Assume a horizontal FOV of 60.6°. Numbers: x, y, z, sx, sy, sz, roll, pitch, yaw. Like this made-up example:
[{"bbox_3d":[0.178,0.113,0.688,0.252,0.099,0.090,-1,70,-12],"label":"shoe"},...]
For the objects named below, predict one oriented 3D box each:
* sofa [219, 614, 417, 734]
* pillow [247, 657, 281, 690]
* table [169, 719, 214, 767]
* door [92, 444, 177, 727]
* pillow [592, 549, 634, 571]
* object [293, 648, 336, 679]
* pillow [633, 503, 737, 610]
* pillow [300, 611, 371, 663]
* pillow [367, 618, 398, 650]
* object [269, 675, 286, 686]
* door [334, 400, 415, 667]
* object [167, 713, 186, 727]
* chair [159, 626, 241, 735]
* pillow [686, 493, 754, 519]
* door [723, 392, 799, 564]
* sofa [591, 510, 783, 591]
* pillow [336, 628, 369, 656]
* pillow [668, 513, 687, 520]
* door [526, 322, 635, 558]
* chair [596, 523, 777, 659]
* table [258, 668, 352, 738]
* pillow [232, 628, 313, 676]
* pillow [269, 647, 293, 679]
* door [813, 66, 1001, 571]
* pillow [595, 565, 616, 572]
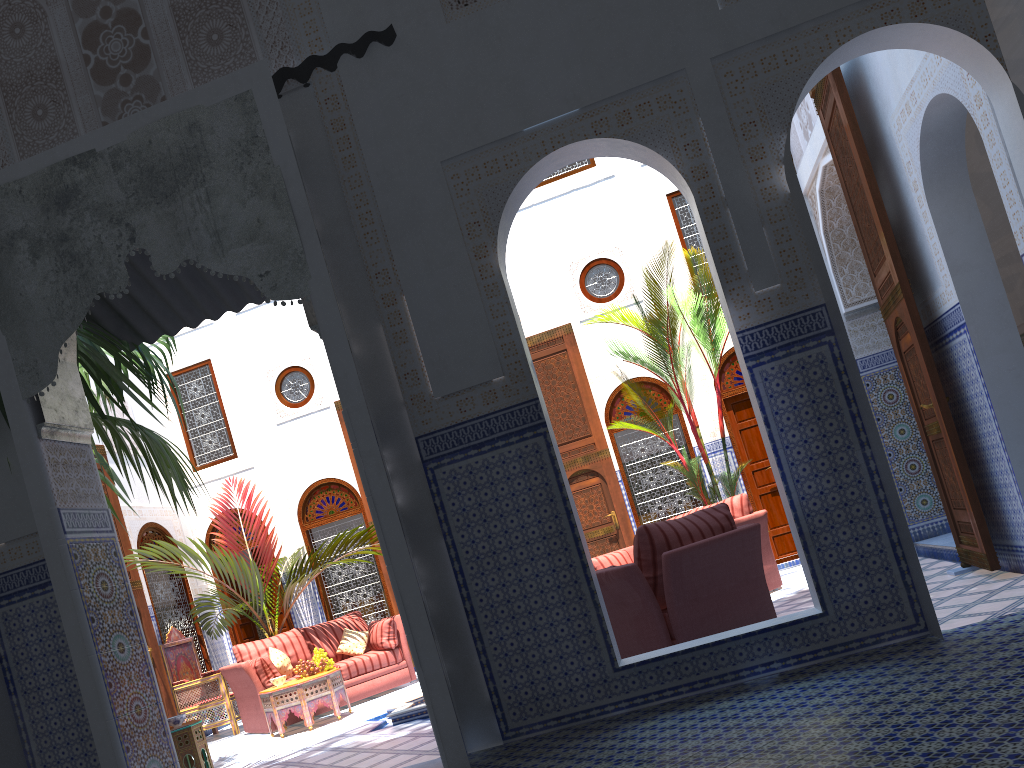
[{"bbox_3d":[-1.490,2.262,6.836,1.340,0.536,0.755,-9,-11,-36],"label":"sofa"},{"bbox_3d":[-1.823,2.119,6.400,0.184,0.250,0.392,-12,-9,-35],"label":"pillow"},{"bbox_3d":[-1.903,2.133,5.042,0.291,0.321,0.291,-17,-7,9],"label":"table"},{"bbox_3d":[-3.038,1.659,6.743,0.125,2.495,0.582,-17,-3,12],"label":"door"},{"bbox_3d":[0.772,1.395,6.594,0.373,0.251,0.193,-10,-8,-35],"label":"pillow"},{"bbox_3d":[-1.394,1.988,6.184,0.303,0.237,0.221,-15,-7,-10],"label":"object"},{"bbox_3d":[0.746,0.754,3.785,0.572,0.376,0.310,-10,-9,-36],"label":"pillow"},{"bbox_3d":[-1.404,2.082,7.144,0.552,0.371,0.330,-10,-9,-35],"label":"pillow"},{"bbox_3d":[-1.036,2.003,6.980,0.184,0.240,0.409,-12,-10,-35],"label":"pillow"},{"bbox_3d":[-1.620,2.068,6.089,0.116,0.056,0.122,-7,-13,-43],"label":"object"},{"bbox_3d":[-0.968,1.270,7.810,0.585,2.495,0.124,-17,-3,5],"label":"door"},{"bbox_3d":[-1.938,1.948,5.059,0.116,0.056,0.122,-7,-13,-43],"label":"object"},{"bbox_3d":[-2.475,2.465,7.253,0.507,1.071,0.486,-17,-4,9],"label":"chair"},{"bbox_3d":[1.447,1.029,6.150,0.300,0.398,0.577,-12,-10,-40],"label":"pillow"},{"bbox_3d":[2.123,0.783,7.360,0.288,1.451,0.123,-17,-3,9],"label":"door"},{"bbox_3d":[1.234,1.347,6.289,0.720,0.535,1.405,-10,-12,-36],"label":"sofa"},{"bbox_3d":[-1.266,2.050,6.970,0.268,0.234,0.146,-18,-5,11],"label":"pillow"},{"bbox_3d":[1.148,1.219,6.606,0.296,0.375,0.600,-12,-10,-36],"label":"pillow"},{"bbox_3d":[0.588,0.759,7.552,0.587,2.495,0.123,-17,-3,10],"label":"door"},{"bbox_3d":[0.729,1.002,3.897,0.799,0.536,0.749,-10,-10,-36],"label":"chair"},{"bbox_3d":[-1.426,2.203,6.060,0.541,0.320,0.543,-18,-9,8],"label":"table"},{"bbox_3d":[-1.846,2.147,6.815,0.572,0.387,0.300,-10,-8,-36],"label":"pillow"},{"bbox_3d":[-1.735,2.093,6.585,0.134,0.271,0.306,-17,-7,9],"label":"pillow"},{"bbox_3d":[1.859,-0.311,4.184,0.125,2.495,0.582,-17,-3,12],"label":"door"},{"bbox_3d":[0.405,0.948,3.927,0.184,0.240,0.409,-12,-10,-35],"label":"pillow"}]
